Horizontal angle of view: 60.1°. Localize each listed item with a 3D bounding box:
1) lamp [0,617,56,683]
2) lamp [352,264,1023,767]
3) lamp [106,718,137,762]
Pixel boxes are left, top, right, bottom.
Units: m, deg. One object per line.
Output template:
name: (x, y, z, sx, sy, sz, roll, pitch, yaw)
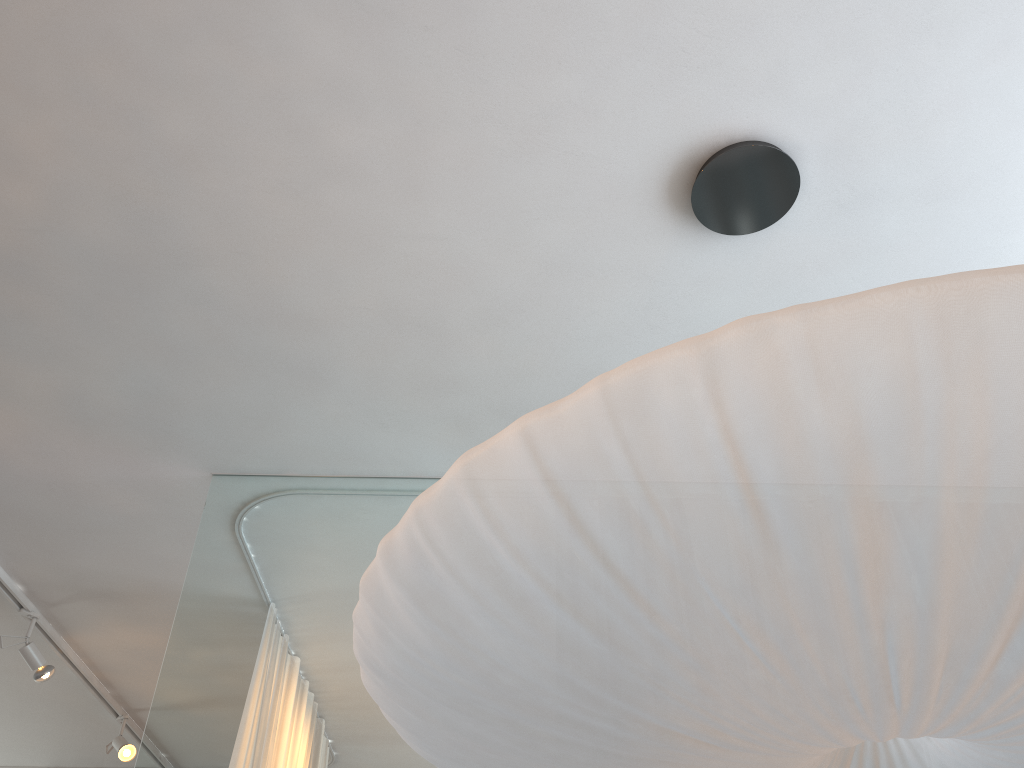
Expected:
lamp: (-1.930, 1.055, 3.556, 0.086, 0.231, 0.258, -19, -44, 22)
lamp: (0.510, 0.459, 1.230, 1.488, 0.202, 1.507, -25, -47, 27)
lamp: (-1.947, 1.765, 4.386, 0.253, 0.231, 0.087, -22, -45, 24)
